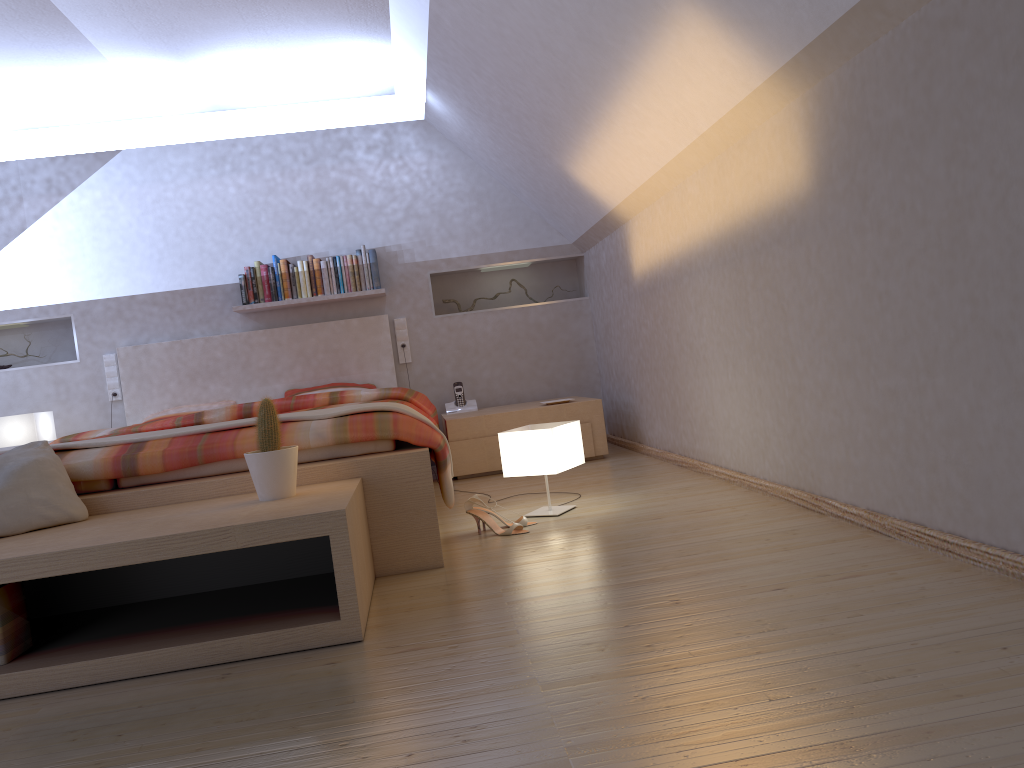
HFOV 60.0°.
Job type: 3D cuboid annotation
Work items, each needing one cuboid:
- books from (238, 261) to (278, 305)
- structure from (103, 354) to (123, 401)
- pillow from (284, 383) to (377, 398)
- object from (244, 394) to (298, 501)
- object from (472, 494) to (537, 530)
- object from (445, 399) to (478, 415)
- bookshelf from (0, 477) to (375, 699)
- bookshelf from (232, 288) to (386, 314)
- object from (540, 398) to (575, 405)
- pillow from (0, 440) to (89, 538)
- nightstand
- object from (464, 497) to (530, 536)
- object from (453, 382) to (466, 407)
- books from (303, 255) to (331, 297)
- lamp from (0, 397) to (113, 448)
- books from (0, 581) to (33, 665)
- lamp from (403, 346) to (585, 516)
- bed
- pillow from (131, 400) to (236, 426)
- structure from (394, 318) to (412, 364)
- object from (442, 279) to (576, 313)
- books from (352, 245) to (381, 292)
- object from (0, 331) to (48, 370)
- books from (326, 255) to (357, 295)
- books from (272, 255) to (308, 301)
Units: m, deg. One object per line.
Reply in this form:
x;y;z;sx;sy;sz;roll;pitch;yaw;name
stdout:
-1.549;-0.617;5.449;0.209;0.260;0.215;-8;1;-6;books
-2.459;-0.040;5.465;0.077;0.286;0.034;-8;1;-6;structure
-1.092;0.091;5.273;0.566;0.188;0.497;-8;1;-6;pillow
-0.654;0.171;2.404;0.144;0.294;0.144;-7;1;19;object
-0.033;0.452;3.200;0.235;0.132;0.079;-7;1;-1;object
-0.316;0.136;5.492;0.192;0.087;0.153;-8;1;-6;object
-1.130;0.530;2.251;1.495;0.303;0.643;-8;1;-6;bookshelf
-1.241;-0.512;5.488;0.916;0.028;0.223;-8;1;-6;bookshelf
0.256;0.102;5.001;0.179;0.015;0.177;-8;1;-6;object
-1.506;0.309;2.459;0.498;0.241;0.470;-9;2;-41;pillow
0.044;0.300;5.222;0.859;0.329;0.847;-8;1;-6;nightstand
-0.055;0.457;3.099;0.235;0.132;0.079;-7;1;25;object
-0.326;0.071;5.510;0.060;0.169;0.079;-8;1;-6;object
-1.202;-0.664;5.490;0.140;0.260;0.209;-8;1;-6;books
-2.680;0.361;5.192;0.318;0.515;0.684;-7;1;22;lamp
-1.486;0.583;2.032;0.652;0.193;0.157;-8;1;-6;books
-0.177;0.112;4.455;0.396;0.788;2.551;-8;1;-16;lamp
-1.375;0.176;4.059;2.087;0.994;3.009;-8;1;-6;bed
-1.941;0.217;5.228;0.572;0.180;0.492;-8;1;-6;pillow
-0.697;-0.276;5.659;0.077;0.286;0.034;-8;1;-6;structure
-0.011;-0.599;5.882;0.905;0.193;0.085;-8;1;-6;object
-0.907;-0.714;5.527;0.145;0.281;0.200;-8;1;-6;books
-3.194;-0.203;5.536;0.589;0.242;0.183;-8;1;-8;object
-1.054;-0.669;5.512;0.159;0.231;0.200;-8;1;-6;books
-1.361;-0.653;5.477;0.178;0.281;0.200;-8;1;-6;books
